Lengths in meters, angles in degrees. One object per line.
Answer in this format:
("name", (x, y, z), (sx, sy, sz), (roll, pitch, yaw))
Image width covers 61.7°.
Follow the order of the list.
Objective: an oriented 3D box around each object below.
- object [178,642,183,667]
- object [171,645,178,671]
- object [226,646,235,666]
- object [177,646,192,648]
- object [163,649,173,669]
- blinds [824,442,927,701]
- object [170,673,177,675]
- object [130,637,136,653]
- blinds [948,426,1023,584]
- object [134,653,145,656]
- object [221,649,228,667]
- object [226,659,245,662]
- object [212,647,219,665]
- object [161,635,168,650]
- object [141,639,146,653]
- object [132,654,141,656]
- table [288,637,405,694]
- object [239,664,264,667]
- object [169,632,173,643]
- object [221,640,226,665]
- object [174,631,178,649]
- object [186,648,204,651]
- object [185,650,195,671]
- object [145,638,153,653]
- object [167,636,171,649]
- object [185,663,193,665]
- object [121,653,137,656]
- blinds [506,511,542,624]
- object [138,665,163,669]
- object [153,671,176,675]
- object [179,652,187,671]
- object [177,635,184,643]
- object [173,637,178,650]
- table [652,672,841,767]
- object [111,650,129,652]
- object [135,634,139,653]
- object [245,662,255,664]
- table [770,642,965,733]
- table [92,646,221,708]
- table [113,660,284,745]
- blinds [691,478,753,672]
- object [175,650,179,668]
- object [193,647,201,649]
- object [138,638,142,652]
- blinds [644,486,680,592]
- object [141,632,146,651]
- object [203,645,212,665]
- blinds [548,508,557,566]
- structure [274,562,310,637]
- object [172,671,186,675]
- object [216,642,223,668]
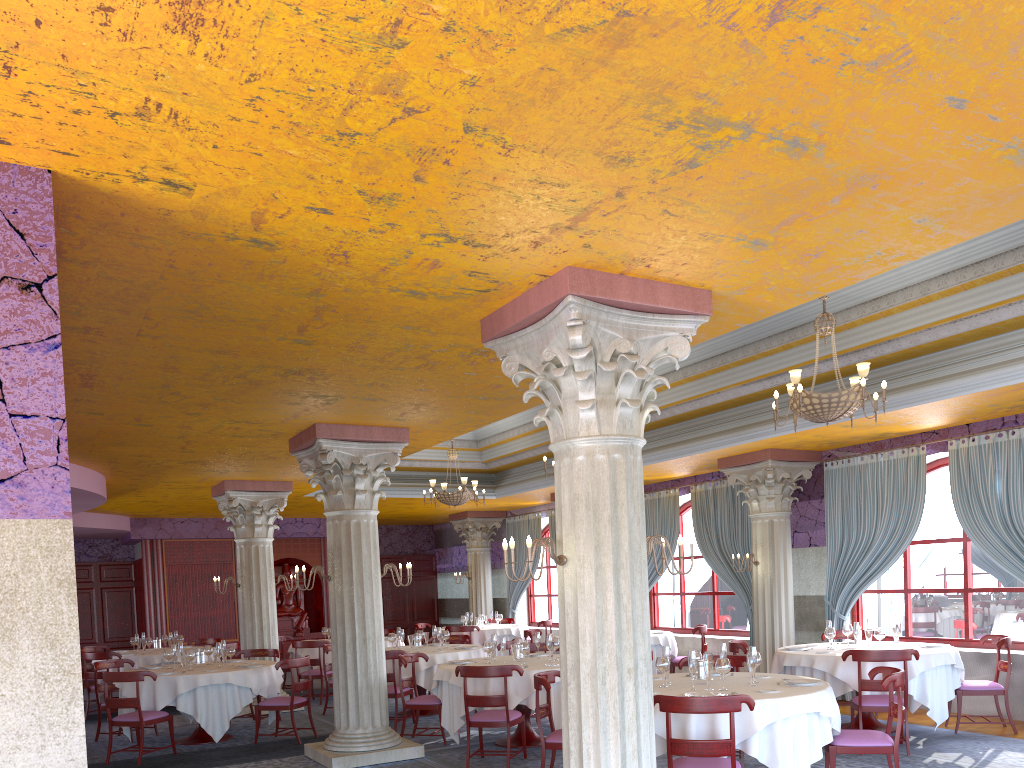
("object", (-4.430, 3.623, 11.464), (0.074, 0.336, 0.073), (-2, 1, 7))
("object", (-4.313, 3.495, 10.933), (0.074, 0.336, 0.073), (-2, 1, 7))
("object", (-3.706, 3.586, 11.283), (0.122, 0.264, 0.123), (-2, -1, -16))
("object", (-5.995, 4.823, 15.715), (0.313, 0.024, 0.320), (5, -15, -29))
("object", (-4.503, 3.608, 11.232), (0.122, 0.264, 0.123), (-2, -1, -16))
("blinds", (4.961, 2.688, 11.818), (0.243, 3.520, 1.718), (-4, 0, -29))
("object", (-4.127, 3.555, 10.510), (0.022, 0.003, 0.258), (-6, -13, 14))
("object", (-6.599, 4.553, 14.946), (0.122, 0.264, 0.123), (-2, -1, -16))
("blinds", (5.949, 2.243, 10.068), (0.243, 3.520, 1.718), (-4, 0, -31))
("object", (-6.186, 4.488, 14.215), (0.055, 0.019, 0.261), (-6, -13, 19))
("object", (-3.753, 3.577, 11.177), (0.086, 0.237, 0.086), (-2, 0, -5))
("object", (-3.898, 3.879, 12.001), (0.313, 0.024, 0.320), (5, -15, -29))
("object", (-4.023, 3.688, 11.609), (0.086, 0.237, 0.085), (-2, 0, 40))
("object", (-6.227, 4.635, 15.370), (0.122, 0.264, 0.123), (-2, -1, -16))
("object", (-6.282, 4.478, 14.621), (0.086, 0.237, 0.085), (-2, 0, 40))
("object", (-6.224, 4.500, 14.223), (0.022, 0.003, 0.258), (-6, -13, 14))
("table", (-3.001, 5.197, 15.736), (2.080, 0.948, 2.136), (3, -12, -28))
("object", (-3.360, 3.639, 11.060), (0.313, 0.024, 0.320), (5, -15, -29))
("object", (-5.879, 4.445, 14.762), (0.074, 0.336, 0.073), (-2, 1, 7))
("object", (-3.899, 3.628, 11.580), (0.074, 0.336, 0.073), (-2, 1, 7))
("object", (-5.996, 4.572, 15.294), (0.074, 0.336, 0.073), (-2, 1, 7))
("object", (-5.457, 4.584, 14.773), (0.313, 0.024, 0.320), (5, -15, -29))
("object", (-4.078, 3.504, 10.860), (0.122, 0.264, 0.123), (-2, -1, -16))
("object", (-6.175, 4.449, 14.573), (0.122, 0.264, 0.123), (-2, -1, -16))
("object", (-6.120, 4.633, 15.322), (0.086, 0.237, 0.085), (-2, 0, 18))
("object", (-4.489, 3.873, 11.838), (0.161, 0.009, 0.160), (-13, -17, 39))
("object", (-6.397, 4.499, 14.237), (0.313, 0.024, 0.320), (5, -15, -29))
("blinds", (0.287, 4.795, 20.096), (0.243, 3.520, 1.718), (-4, 0, -29))
("object", (-4.838, 3.794, 11.465), (0.313, 0.024, 0.320), (5, -15, -29))
("object", (-4.301, 3.554, 10.524), (0.313, 0.024, 0.320), (5, -15, -29))
("object", (-4.185, 3.533, 10.908), (0.086, 0.237, 0.085), (-2, 0, 40))
("object", (-5.803, 4.531, 14.997), (0.122, 0.264, 0.123), (-2, -1, -38))
("object", (-5.850, 4.522, 14.890), (0.086, 0.237, 0.086), (-2, 0, -5))
("table", (1.714, 3.072, 7.386), (2.080, 0.948, 2.136), (3, -12, -28))
("object", (-6.935, 4.739, 15.178), (0.313, 0.024, 0.320), (5, -15, -29))
("object", (-6.410, 4.440, 14.646), (0.074, 0.336, 0.073), (-2, 1, 7))
("object", (-3.557, 3.785, 11.626), (0.158, 0.009, 0.163), (0, -13, -9))
("table", (4.161, 3.599, 10.112), (2.080, 0.948, 2.136), (3, -12, -28))
("table", (-6.178, 5.159, 14.997), (2.080, 0.948, 2.136), (3, -12, -28))
("table", (-4.081, 4.214, 11.284), (2.080, 0.948, 2.136), (3, -12, -28))
("blinds", (3.585, 3.308, 14.255), (0.243, 3.520, 1.718), (-4, 0, -31))
("object", (-4.454, 3.644, 11.340), (0.086, 0.237, 0.085), (-2, 0, 18))
("object", (-5.654, 4.730, 15.339), (0.161, 0.009, 0.160), (-13, -17, 39))
("object", (-6.551, 4.589, 15.053), (0.086, 0.237, 0.085), (-2, 0, 40))
("blinds", (2.597, 3.754, 16.004), (0.243, 3.520, 1.718), (-4, 0, -29))
("object", (-6.527, 4.568, 15.178), (0.074, 0.336, 0.073), (-2, 1, 7))
("object", (-4.130, 3.690, 11.656), (0.122, 0.264, 0.123), (-2, -1, -16))
("blinds", (1.275, 4.350, 18.347), (0.243, 3.520, 1.718), (-4, 0, -31))
("structure", (-5.449, 5.232, 20.782), (0.961, 1.847, 0.645), (-2, 0, -30))
("object", (-4.090, 3.543, 10.501), (0.055, 0.019, 0.261), (-6, -13, 19))
("object", (-3.782, 3.500, 11.049), (0.074, 0.336, 0.073), (-2, 1, 7))
